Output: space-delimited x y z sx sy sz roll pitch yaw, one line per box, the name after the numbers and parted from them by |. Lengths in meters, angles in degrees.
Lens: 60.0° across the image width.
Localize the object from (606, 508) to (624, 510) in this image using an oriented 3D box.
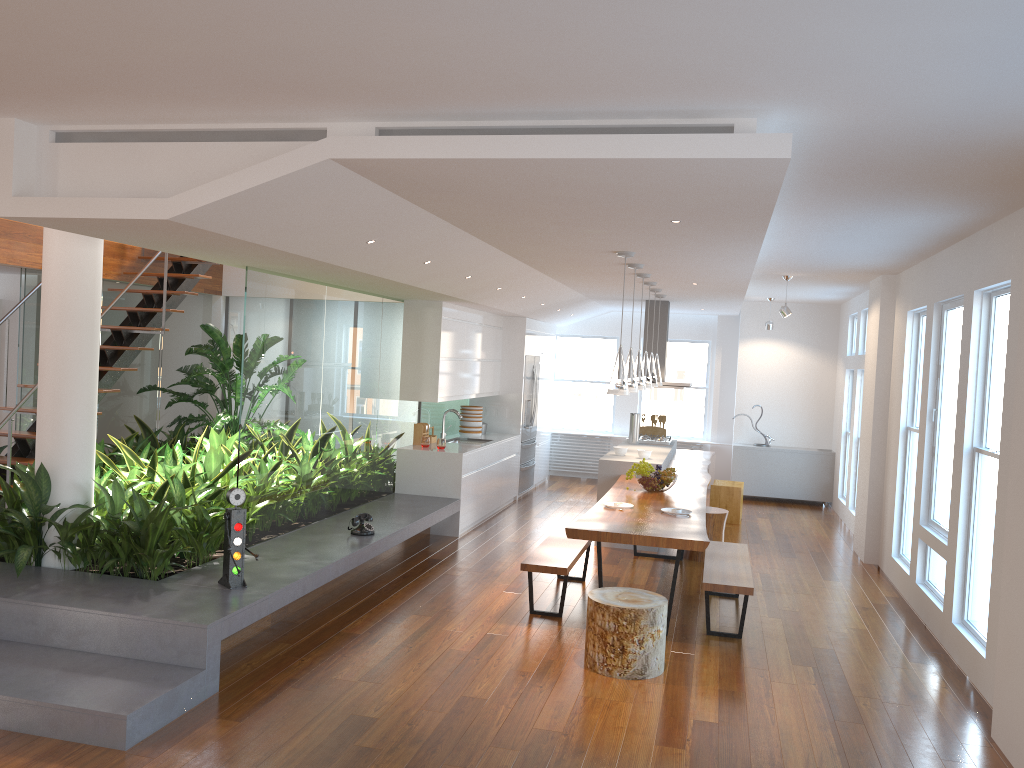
0.736 0.898 6.379 0.149 0.014 0.044 3 2 12 | object

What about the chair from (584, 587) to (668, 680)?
0.661 1.438 5.154 0.460 0.400 0.460 4 2 23 | chair

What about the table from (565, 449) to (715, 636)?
1.436 1.232 8.403 0.893 0.704 5.996 3 2 13 | table

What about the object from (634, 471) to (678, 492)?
1.200 0.825 7.408 0.360 0.159 0.360 2 2 -23 | object

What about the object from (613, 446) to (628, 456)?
1.093 0.678 8.928 0.152 0.082 0.152 2 2 -37 | object

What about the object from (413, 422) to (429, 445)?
-0.941 0.518 9.196 0.104 0.222 0.200 3 2 13 | object

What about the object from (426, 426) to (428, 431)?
-0.896 0.527 9.220 0.040 0.192 0.042 2 2 -27 | object

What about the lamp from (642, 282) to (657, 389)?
1.264 -0.490 8.281 0.160 1.060 0.160 4 2 40 | lamp

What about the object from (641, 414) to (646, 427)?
1.653 0.523 11.188 0.055 0.299 0.027 3 2 13 | object

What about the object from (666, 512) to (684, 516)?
1.168 0.920 6.258 0.158 0.017 0.019 3 2 8 | object

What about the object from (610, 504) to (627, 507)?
0.781 0.897 6.507 0.124 0.011 0.124 4 2 34 | object

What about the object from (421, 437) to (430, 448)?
-0.868 0.584 8.901 0.094 0.106 0.094 4 2 19 | object

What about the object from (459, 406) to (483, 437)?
-0.483 0.440 10.421 0.267 0.356 0.266 4 2 39 | object

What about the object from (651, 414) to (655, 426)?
1.768 0.530 11.161 0.061 0.299 0.040 3 2 11 | object

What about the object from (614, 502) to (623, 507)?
0.781 0.887 6.506 0.070 0.030 0.079 2 2 -23 | object

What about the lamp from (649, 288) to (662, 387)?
1.430 -0.502 8.984 0.160 1.060 0.160 4 2 40 | lamp

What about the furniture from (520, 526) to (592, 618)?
0.365 1.390 6.598 0.316 0.389 1.433 3 2 13 | furniture

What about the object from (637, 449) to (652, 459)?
1.307 0.695 8.750 0.152 0.082 0.152 2 2 -26 | object

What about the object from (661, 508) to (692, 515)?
1.180 0.918 6.364 0.222 0.020 0.222 3 2 5 | object

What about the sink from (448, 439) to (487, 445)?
-0.498 0.750 9.831 0.449 0.192 0.666 3 2 13 | sink

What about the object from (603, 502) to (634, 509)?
0.781 0.893 6.506 0.222 0.020 0.222 2 2 -36 | object

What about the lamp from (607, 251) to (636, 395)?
0.767 -0.454 6.170 0.160 1.060 0.160 4 2 40 | lamp

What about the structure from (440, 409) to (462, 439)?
-0.670 0.542 9.897 0.248 0.536 0.115 3 2 13 | structure

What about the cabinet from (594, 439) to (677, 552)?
1.434 1.127 9.837 0.597 0.832 2.936 3 2 13 | cabinet

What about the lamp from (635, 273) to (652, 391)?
1.098 -0.478 7.577 0.160 1.060 0.160 4 2 40 | lamp

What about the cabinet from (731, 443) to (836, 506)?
3.656 1.224 12.040 1.309 0.725 0.420 3 2 13 | cabinet

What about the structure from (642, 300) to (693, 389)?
1.736 -0.666 10.652 0.909 1.405 0.900 3 2 13 | structure

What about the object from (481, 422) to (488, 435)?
-0.431 0.514 10.807 0.284 0.196 0.265 2 2 -35 | object

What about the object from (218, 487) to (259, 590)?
-1.541 0.879 5.019 0.134 0.565 0.318 2 2 -41 | object

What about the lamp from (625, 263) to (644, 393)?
0.933 -0.466 6.873 0.160 1.060 0.160 4 2 40 | lamp

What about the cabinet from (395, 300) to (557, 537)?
-0.261 0.299 10.829 0.676 2.280 4.565 3 2 13 | cabinet

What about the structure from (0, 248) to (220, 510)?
-2.440 -0.857 7.465 2.552 4.265 4.591 3 2 13 | structure

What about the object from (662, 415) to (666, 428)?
1.900 0.539 11.131 0.057 0.294 0.030 3 2 13 | object

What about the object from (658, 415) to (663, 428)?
1.860 0.537 11.122 0.068 0.298 0.039 3 2 13 | object

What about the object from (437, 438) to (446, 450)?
-0.703 0.596 8.814 0.094 0.106 0.094 4 2 19 | object

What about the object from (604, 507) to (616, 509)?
0.745 0.901 6.411 0.164 0.006 0.017 4 2 18 | object

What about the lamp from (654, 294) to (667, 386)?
1.596 -0.514 9.688 0.160 1.060 0.160 4 2 40 | lamp

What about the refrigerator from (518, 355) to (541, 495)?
-0.048 0.505 11.546 0.725 1.772 0.908 3 2 13 | refrigerator

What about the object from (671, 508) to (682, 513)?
1.180 0.912 6.364 0.070 0.030 0.079 2 2 -33 | object

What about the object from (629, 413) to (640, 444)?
1.434 0.519 10.301 0.172 0.356 0.120 2 2 -29 | object

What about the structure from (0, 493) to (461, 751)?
-2.494 1.248 6.833 3.088 0.386 5.584 3 2 13 | structure

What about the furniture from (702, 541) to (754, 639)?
1.525 1.458 6.327 0.316 0.389 1.433 3 2 13 | furniture

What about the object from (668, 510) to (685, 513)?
1.180 0.922 6.364 0.124 0.011 0.124 3 2 -4 | object

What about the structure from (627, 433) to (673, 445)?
1.670 0.661 10.718 0.520 0.073 0.650 3 2 13 | structure

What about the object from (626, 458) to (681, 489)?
1.181 0.761 7.426 0.394 0.284 0.292 2 2 -23 | object

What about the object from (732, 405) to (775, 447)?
3.305 0.560 12.066 0.590 0.563 0.210 3 2 -16 | object

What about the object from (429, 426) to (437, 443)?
-0.872 0.540 9.435 0.100 0.170 0.173 3 2 15 | object

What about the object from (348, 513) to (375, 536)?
-1.142 1.053 6.692 0.216 0.155 0.181 2 2 -22 | object

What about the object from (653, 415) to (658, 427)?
1.797 0.533 11.134 0.057 0.299 0.019 3 2 13 | object

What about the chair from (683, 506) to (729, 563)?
1.785 1.387 8.192 0.396 0.455 0.402 3 2 3 | chair

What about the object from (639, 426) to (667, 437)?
1.761 0.609 11.154 0.353 0.157 0.084 3 2 13 | object

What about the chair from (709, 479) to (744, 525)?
2.492 1.368 10.301 0.344 0.430 0.549 3 2 17 | chair
